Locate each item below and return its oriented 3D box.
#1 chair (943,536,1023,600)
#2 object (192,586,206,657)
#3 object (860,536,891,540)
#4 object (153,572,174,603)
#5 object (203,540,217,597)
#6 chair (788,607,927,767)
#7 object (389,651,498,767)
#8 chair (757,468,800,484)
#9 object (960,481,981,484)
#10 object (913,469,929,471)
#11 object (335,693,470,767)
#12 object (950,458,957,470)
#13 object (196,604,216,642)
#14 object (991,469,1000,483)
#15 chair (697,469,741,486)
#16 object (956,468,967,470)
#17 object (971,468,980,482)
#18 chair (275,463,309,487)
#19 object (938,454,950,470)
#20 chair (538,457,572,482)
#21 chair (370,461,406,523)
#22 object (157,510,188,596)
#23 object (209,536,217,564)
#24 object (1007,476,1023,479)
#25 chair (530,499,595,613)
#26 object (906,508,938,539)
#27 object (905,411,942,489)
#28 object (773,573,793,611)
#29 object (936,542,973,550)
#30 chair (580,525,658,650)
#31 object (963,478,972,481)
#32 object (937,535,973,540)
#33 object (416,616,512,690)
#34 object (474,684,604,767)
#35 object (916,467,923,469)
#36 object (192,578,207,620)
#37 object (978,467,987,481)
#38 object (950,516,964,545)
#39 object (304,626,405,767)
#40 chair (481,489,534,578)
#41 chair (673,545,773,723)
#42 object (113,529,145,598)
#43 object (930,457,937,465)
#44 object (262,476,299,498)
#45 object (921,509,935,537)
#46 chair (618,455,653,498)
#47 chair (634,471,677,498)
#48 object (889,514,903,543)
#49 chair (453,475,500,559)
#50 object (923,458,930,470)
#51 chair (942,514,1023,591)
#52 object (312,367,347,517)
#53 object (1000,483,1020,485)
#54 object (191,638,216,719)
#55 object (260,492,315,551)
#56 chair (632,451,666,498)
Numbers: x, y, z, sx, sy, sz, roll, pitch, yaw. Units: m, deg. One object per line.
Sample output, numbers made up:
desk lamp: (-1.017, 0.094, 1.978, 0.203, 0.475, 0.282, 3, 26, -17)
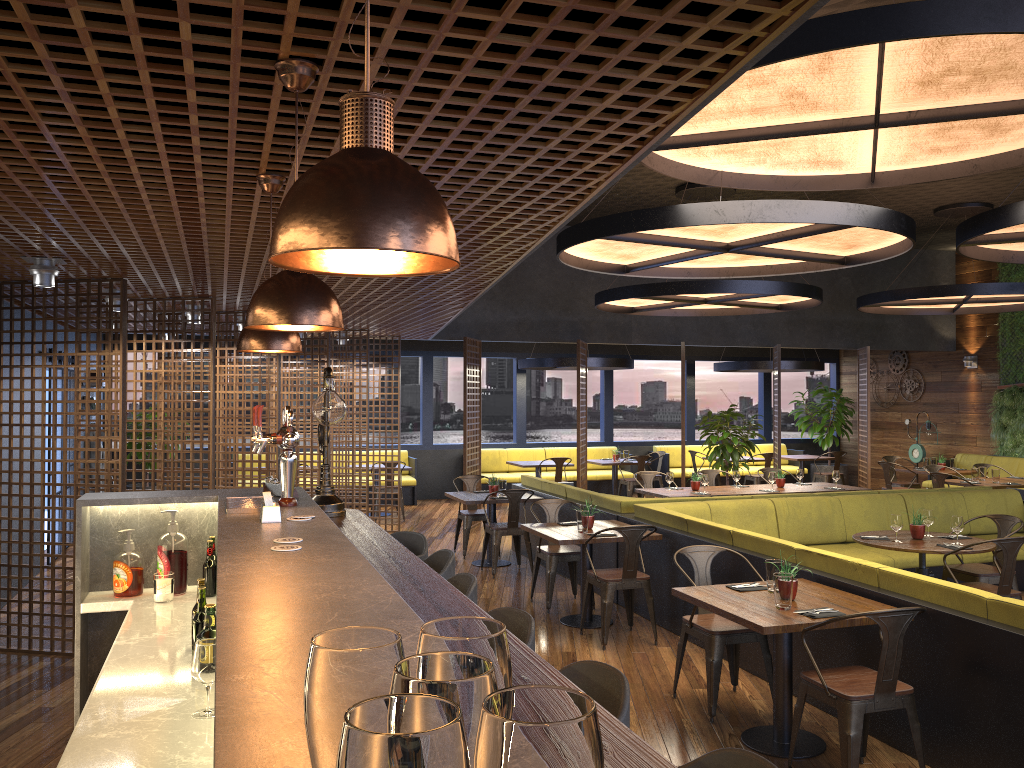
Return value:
chair: (3.329, 1.496, 6.246, 0.504, 0.917, 0.541, 0, -1, -18)
object: (-1.075, 0.831, 3.072, 0.063, 0.254, 0.063, -1, -1, 35)
object: (2.851, 1.195, 6.914, 0.255, 0.019, 0.157, 0, -1, 14)
object: (-1.559, 0.909, 3.970, 0.088, 0.123, 0.088, 0, -1, -13)
object: (-1.386, 0.845, 4.068, 0.063, 0.254, 0.063, 1, -1, -31)
chair: (1.655, 1.462, 4.205, 0.504, 0.917, 0.541, 0, -1, -18)
object: (-0.062, 0.362, 0.812, 0.105, 0.209, 0.105, 0, -1, 17)
chair: (3.518, 1.578, 11.654, 0.504, 0.917, 0.541, 0, -1, -18)
object: (5.890, 1.265, 11.425, 0.157, 0.019, 0.255, 0, -1, -19)
object: (6.169, 1.295, 13.392, 0.157, 0.019, 0.255, 0, -1, -19)
object: (-0.085, 0.360, 0.691, 0.105, 0.209, 0.105, 0, -1, 17)
object: (6.685, 1.216, 13.428, 0.102, 0.178, 0.102, 0, -1, 17)
object: (-0.999, 0.844, 2.937, 0.088, 0.224, 0.088, 0, -1, 26)
object: (6.213, 1.185, 11.387, 0.102, 0.178, 0.102, 0, -1, 17)
chair: (2.663, 1.572, 11.372, 0.504, 0.917, 0.541, 0, -1, -18)
object: (6.819, 1.298, 13.525, 0.157, 0.019, 0.255, 0, -1, -19)
object: (6.025, 1.186, 11.525, 0.102, 0.178, 0.102, 1, -1, -33)
chair: (-3.226, 1.588, 12.909, 0.504, 0.917, 0.541, 0, -1, -18)
object: (6.507, 1.170, 13.435, 0.238, 0.271, 0.260, 0, -1, 3)
chair: (0.680, 1.612, 14.195, 0.504, 0.917, 0.541, 0, -1, -18)
chair: (-1.868, 1.596, 13.356, 0.504, 0.917, 0.541, 0, -1, -18)
object: (-1.574, 0.780, 4.117, 0.133, 0.385, 0.133, 0, -1, 21)
object: (-1.418, 0.848, 4.194, 0.063, 0.254, 0.063, 1, -1, -26)
object: (6.907, 1.276, 12.101, 0.157, 0.019, 0.255, 0, -1, -19)
chair: (0.436, 1.518, 7.956, 0.504, 0.917, 0.541, 0, -1, -18)
object: (3.144, 1.066, 6.884, 0.238, 0.271, 0.260, 0, -1, 3)
object: (7.494, 1.305, 16.153, 0.459, 1.615, 0.848, 0, -1, -18)
object: (1.403, 1.075, 4.589, 0.102, 0.178, 0.102, 0, -1, 17)
object: (3.239, 1.190, 6.523, 0.157, 0.019, 0.255, 0, -1, -12)
chair: (0.825, 1.500, 6.772, 0.504, 0.917, 0.541, 0, -1, -18)
object: (6.110, 1.271, 11.839, 0.157, 0.019, 0.255, 0, -1, -19)
object: (3.451, 1.196, 6.948, 0.255, 0.019, 0.157, 0, -1, -16)
object: (-0.052, 0.364, 0.950, 0.105, 0.209, 0.105, 0, -1, 17)
object: (0.022, 0.361, 0.713, 0.105, 0.209, 0.105, 0, -1, 17)
object: (6.375, 1.301, 13.761, 0.255, 0.019, 0.157, 0, -1, -19)
object: (-1.127, 0.833, 3.214, 0.063, 0.254, 0.063, 0, -1, 24)
object: (6.231, 1.190, 11.751, 0.102, 0.178, 0.102, 1, -1, -33)
object: (3.345, 1.098, 6.662, 0.097, 0.206, 0.097, 0, -1, 7)
object: (-0.159, 0.364, 0.907, 0.105, 0.209, 0.105, 0, -1, 17)
chair: (-0.042, 1.538, 9.337, 0.504, 0.917, 0.541, 0, -1, -18)
chair: (1.266, 1.480, 5.387, 0.504, 0.917, 0.541, 0, -1, -18)
object: (-1.767, 0.821, 4.090, 0.133, 0.301, 0.133, 0, -1, -13)
object: (6.473, 1.219, 13.628, 0.102, 0.178, 0.102, 0, -1, 17)
object: (-1.057, 0.469, 4.047, 0.091, 0.091, 0.177, 1, -1, -43)
object: (3.306, 1.104, 7.045, 0.097, 0.206, 0.097, 0, -1, 20)
chair: (2.038, 1.621, 14.642, 0.504, 0.917, 0.541, 0, -1, -18)
chair: (1.802, 1.567, 11.089, 0.504, 0.917, 0.541, 0, -1, -18)
object: (2.929, 1.099, 6.760, 0.097, 0.206, 0.097, 0, -1, 23)
chair: (-0.425, 1.555, 10.502, 0.504, 0.917, 0.541, 0, -1, -18)
object: (6.304, 1.217, 13.491, 0.102, 0.178, 0.102, 1, -1, -33)
chair: (3.732, 1.508, 7.031, 0.541, 0.917, 0.504, 0, -1, -18)
object: (-1.185, 0.367, 5.664, 0.263, 0.944, 0.566, 0, -1, -26)
object: (6.312, 1.262, 11.251, 0.255, 0.019, 0.157, 0, -1, -19)
object: (-0.876, 0.847, 2.557, 0.097, 0.206, 0.097, 0, -1, 13)
object: (-0.733, 0.446, 2.998, 0.200, 0.106, 0.766, 0, -1, -18)
chair: (2.401, 1.634, 15.485, 0.541, 0.917, 0.504, 0, -1, -18)
